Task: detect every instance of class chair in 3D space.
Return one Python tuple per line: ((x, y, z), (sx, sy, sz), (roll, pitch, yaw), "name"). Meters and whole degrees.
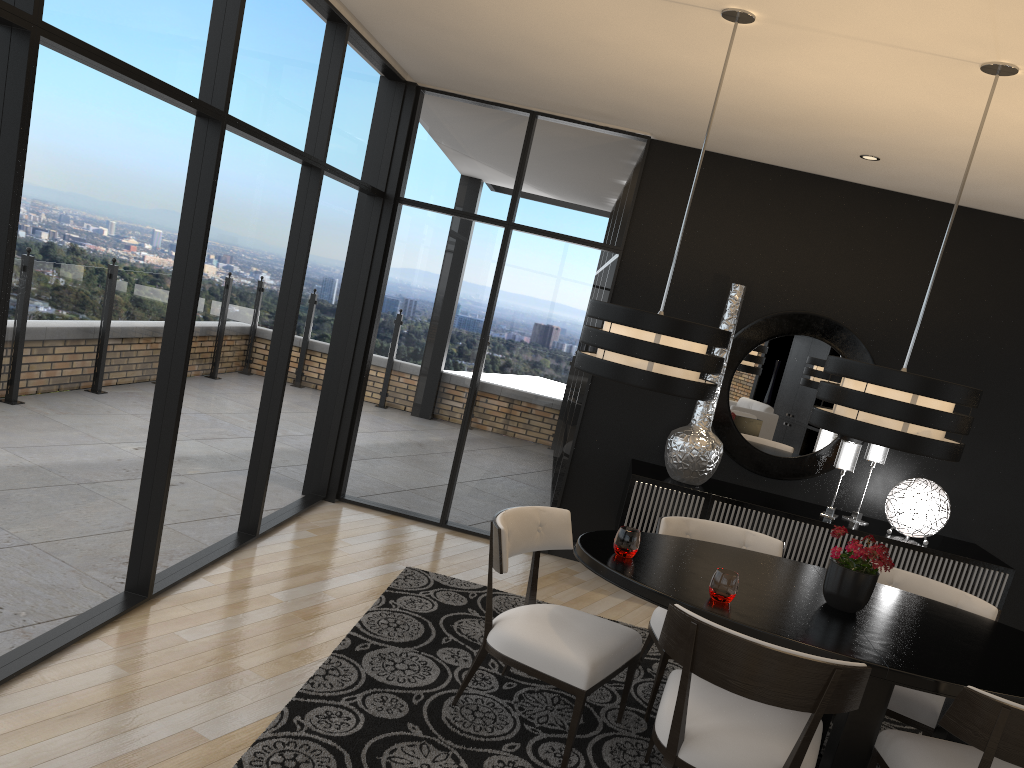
((0.761, 1.159, 2.989), (0.638, 0.819, 0.611), (16, 9, 15), "chair")
((0.158, 0.962, 3.515), (0.609, 0.818, 0.640), (18, 10, 26), "chair")
((0.913, 1.086, 4.022), (0.644, 0.819, 0.605), (12, 9, -9), "chair")
((1.601, 1.361, 2.950), (0.643, 0.819, 0.606), (13, 9, -2), "chair")
((1.679, 1.277, 3.918), (0.633, 0.819, 0.616), (19, 11, 33), "chair")

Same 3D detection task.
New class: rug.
((1.038, 1.582, 3.540), (3.714, 0.011, 2.685), (14, 6, 5), "rug")

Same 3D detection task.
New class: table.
((1.182, 1.228, 3.448), (2.100, 0.781, 1.195), (14, 7, 7), "table")

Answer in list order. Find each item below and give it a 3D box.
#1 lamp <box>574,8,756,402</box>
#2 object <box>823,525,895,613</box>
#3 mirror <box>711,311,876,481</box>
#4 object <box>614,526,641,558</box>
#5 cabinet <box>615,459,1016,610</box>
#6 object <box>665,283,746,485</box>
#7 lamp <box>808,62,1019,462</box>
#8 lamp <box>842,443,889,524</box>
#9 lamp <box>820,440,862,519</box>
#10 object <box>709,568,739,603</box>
((0.642, -0.647, 3.202), (0.535, 1.349, 0.528), (14, 10, 4), "lamp")
((1.293, 0.710, 3.330), (0.237, 0.303, 0.226), (14, 9, 7), "object")
((1.770, 0.081, 5.588), (1.074, 1.095, 0.025), (14, 11, 5), "mirror")
((0.439, 0.604, 3.367), (0.096, 0.107, 0.093), (8, 10, -28), "object")
((1.742, 1.147, 5.482), (2.232, 0.779, 0.602), (14, 9, 5), "cabinet")
((1.198, 0.007, 5.295), (0.341, 1.227, 0.340), (16, 11, 14), "object")
((1.510, -0.435, 3.125), (0.535, 1.349, 0.528), (14, 10, 4), "lamp")
((2.173, 0.572, 5.377), (0.125, 0.559, 0.129), (6, 13, -32), "lamp")
((1.987, 0.576, 5.342), (0.123, 0.472, 0.131), (19, 12, 27), "lamp")
((0.739, 0.705, 3.080), (0.094, 0.107, 0.094), (16, 9, 16), "object")
